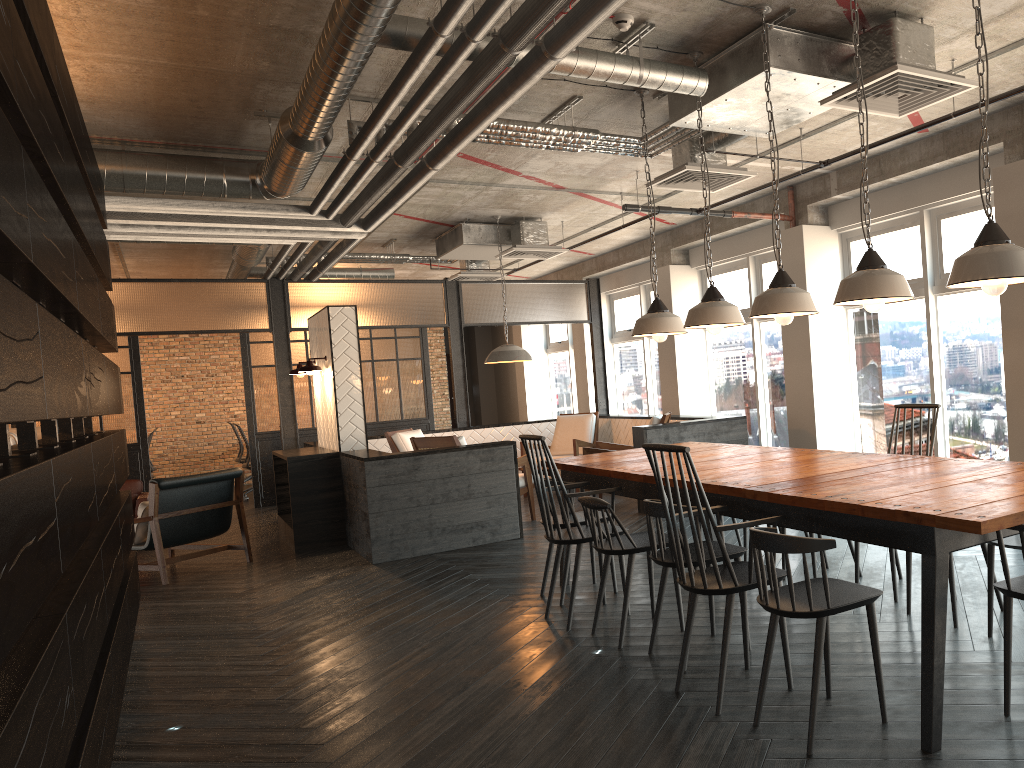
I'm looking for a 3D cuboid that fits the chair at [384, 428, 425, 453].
[{"bbox_3d":[-0.768,0.922,9.046,0.903,0.907,0.752,-4,1,11],"label":"chair"}]

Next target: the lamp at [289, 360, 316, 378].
[{"bbox_3d":[-2.041,-0.146,8.064,0.171,0.171,0.256,-4,1,31],"label":"lamp"}]

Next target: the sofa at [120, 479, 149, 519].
[{"bbox_3d":[-4.392,1.311,7.789,1.855,0.638,0.582,-4,1,-30],"label":"sofa"}]

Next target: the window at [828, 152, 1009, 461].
[{"bbox_3d":[3.810,-0.393,7.529,0.282,2.877,2.163,-5,1,-22],"label":"window"}]

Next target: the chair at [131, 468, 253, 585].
[{"bbox_3d":[-2.811,1.117,6.695,0.909,0.796,0.837,-4,1,27],"label":"chair"}]

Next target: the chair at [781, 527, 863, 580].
[{"bbox_3d":[1.841,0.813,5.034,0.510,0.738,0.324,-5,1,-28],"label":"chair"}]

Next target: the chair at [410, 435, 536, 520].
[{"bbox_3d":[-0.353,0.890,7.748,0.626,0.907,1.068,-4,1,35],"label":"chair"}]

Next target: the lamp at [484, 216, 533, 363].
[{"bbox_3d":[-0.091,-1.007,8.842,0.568,1.546,0.450,-5,2,-20],"label":"lamp"}]

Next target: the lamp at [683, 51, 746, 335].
[{"bbox_3d":[1.095,-1.147,4.726,0.391,1.739,0.341,-5,2,-9],"label":"lamp"}]

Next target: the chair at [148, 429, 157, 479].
[{"bbox_3d":[-4.946,1.142,10.683,0.801,1.064,0.599,-5,1,-27],"label":"chair"}]

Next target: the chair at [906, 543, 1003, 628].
[{"bbox_3d":[2.204,0.792,4.185,0.531,0.726,0.324,-5,1,-28],"label":"chair"}]

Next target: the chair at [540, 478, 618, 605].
[{"bbox_3d":[0.397,0.916,5.090,0.510,0.738,0.324,-5,1,-28],"label":"chair"}]

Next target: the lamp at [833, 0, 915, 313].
[{"bbox_3d":[1.534,-1.180,3.647,0.423,1.739,0.309,-6,2,-38],"label":"lamp"}]

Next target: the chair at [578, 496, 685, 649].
[{"bbox_3d":[0.622,0.904,4.234,0.531,0.726,0.324,-5,1,-28],"label":"chair"}]

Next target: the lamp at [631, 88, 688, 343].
[{"bbox_3d":[0.876,-1.130,5.265,0.391,1.739,0.341,-5,2,-9],"label":"lamp"}]

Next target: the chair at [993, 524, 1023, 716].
[{"bbox_3d":[1.936,0.654,2.887,0.518,1.033,0.431,-5,2,-22],"label":"chair"}]

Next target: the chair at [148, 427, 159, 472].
[{"bbox_3d":[-5.490,1.183,12.022,0.801,1.064,0.599,-5,1,-27],"label":"chair"}]

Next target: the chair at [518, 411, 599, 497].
[{"bbox_3d":[0.629,0.824,9.959,0.650,0.907,1.035,-4,1,25],"label":"chair"}]

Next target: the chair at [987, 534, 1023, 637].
[{"bbox_3d":[2.366,0.773,3.757,0.510,0.738,0.324,-5,1,-28],"label":"chair"}]

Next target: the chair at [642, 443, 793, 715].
[{"bbox_3d":[0.858,0.731,3.370,0.561,1.033,0.396,-5,2,-28],"label":"chair"}]

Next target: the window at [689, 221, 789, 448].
[{"bbox_3d":[2.892,-0.323,9.789,0.282,2.877,2.163,-5,1,-22],"label":"window"}]

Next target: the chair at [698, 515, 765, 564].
[{"bbox_3d":[1.513,0.844,5.798,0.531,0.726,0.324,-5,1,-28],"label":"chair"}]

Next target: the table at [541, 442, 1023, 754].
[{"bbox_3d":[1.402,0.816,4.366,1.366,0.792,3.256,-4,0,-23],"label":"table"}]

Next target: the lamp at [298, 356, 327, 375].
[{"bbox_3d":[-1.806,-0.164,7.486,0.171,0.171,0.256,-4,1,31],"label":"lamp"}]

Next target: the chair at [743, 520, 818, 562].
[{"bbox_3d":[1.731,0.822,5.478,0.510,0.738,0.324,-5,1,-28],"label":"chair"}]

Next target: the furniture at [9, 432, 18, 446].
[{"bbox_3d":[-2.982,0.889,3.015,2.153,1.261,0.925,-4,1,-29],"label":"furniture"}]

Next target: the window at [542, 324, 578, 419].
[{"bbox_3d":[1.052,-0.183,14.318,0.282,2.877,2.163,-5,1,-22],"label":"window"}]

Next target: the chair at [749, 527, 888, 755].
[{"bbox_3d":[1.105,0.861,3.014,0.510,0.738,0.324,-5,1,-28],"label":"chair"}]

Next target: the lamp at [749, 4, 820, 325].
[{"bbox_3d":[1.315,-1.163,4.187,0.403,1.739,0.328,-5,2,-16],"label":"lamp"}]

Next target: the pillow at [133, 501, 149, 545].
[{"bbox_3d":[-2.650,1.052,6.621,0.224,0.334,0.762,-4,0,33],"label":"pillow"}]

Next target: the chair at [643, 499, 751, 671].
[{"bbox_3d":[0.863,0.880,3.878,0.510,0.738,0.324,-5,1,-28],"label":"chair"}]

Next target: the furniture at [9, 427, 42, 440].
[{"bbox_3d":[-3.416,0.922,4.083,2.153,1.261,0.512,-4,1,-30],"label":"furniture"}]

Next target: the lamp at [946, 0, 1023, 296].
[{"bbox_3d":[1.753,-1.197,3.107,0.346,1.739,0.385,-4,2,15],"label":"lamp"}]

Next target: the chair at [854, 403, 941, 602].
[{"bbox_3d":[2.143,0.643,4.669,0.561,1.033,0.396,-5,2,-28],"label":"chair"}]

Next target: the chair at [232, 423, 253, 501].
[{"bbox_3d":[-3.429,1.036,11.570,0.801,1.064,0.599,-5,1,-27],"label":"chair"}]

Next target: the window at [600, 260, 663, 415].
[{"bbox_3d":[1.972,-0.253,12.053,0.282,2.877,2.163,-5,1,-22],"label":"window"}]

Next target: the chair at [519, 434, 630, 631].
[{"bbox_3d":[0.370,0.768,4.570,0.561,1.033,0.396,-5,2,-28],"label":"chair"}]

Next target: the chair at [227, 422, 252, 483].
[{"bbox_3d":[-3.956,1.076,12.869,0.801,1.064,0.599,-5,1,-27],"label":"chair"}]

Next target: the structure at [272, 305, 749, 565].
[{"bbox_3d":[-0.198,0.275,8.779,4.546,2.116,3.203,-4,0,-28],"label":"structure"}]

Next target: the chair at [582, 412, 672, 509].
[{"bbox_3d":[1.197,0.781,8.627,0.929,0.907,0.732,-4,1,6],"label":"chair"}]

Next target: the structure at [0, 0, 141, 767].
[{"bbox_3d":[-4.568,0.251,1.259,7.005,2.743,4.742,-4,0,-28],"label":"structure"}]
